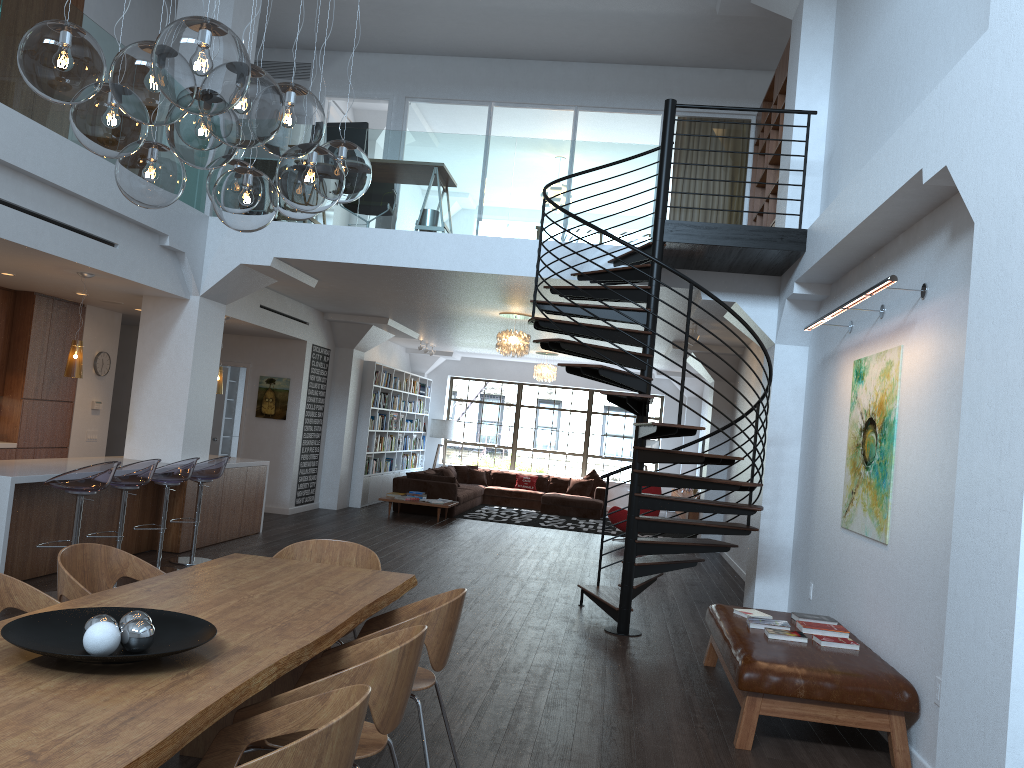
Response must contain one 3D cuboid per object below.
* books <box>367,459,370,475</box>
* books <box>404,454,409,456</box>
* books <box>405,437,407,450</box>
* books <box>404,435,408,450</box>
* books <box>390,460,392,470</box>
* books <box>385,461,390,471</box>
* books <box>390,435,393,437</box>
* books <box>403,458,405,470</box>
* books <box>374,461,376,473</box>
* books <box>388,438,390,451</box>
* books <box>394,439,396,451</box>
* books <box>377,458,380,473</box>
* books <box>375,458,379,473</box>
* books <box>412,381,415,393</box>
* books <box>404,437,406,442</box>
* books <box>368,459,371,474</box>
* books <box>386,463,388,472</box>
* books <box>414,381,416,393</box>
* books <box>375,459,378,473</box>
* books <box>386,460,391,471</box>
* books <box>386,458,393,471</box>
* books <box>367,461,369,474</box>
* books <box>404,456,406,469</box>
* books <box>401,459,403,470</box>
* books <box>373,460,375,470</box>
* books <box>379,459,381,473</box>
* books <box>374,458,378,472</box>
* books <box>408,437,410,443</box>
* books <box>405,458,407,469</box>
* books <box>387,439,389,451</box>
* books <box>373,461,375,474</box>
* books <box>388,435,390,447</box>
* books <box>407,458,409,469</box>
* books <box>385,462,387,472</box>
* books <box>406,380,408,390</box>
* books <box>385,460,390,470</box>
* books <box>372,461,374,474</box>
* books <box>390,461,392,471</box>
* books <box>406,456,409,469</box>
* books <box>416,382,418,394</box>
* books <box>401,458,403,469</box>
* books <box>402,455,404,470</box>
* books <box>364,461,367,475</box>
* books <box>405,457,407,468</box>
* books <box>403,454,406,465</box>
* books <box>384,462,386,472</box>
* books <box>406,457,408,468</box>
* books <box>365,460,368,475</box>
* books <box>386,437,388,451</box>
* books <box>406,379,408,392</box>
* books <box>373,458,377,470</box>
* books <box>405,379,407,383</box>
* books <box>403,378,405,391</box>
[{"bbox_3d":[-2.493,1.382,14.867,0.183,0.253,0.042,5,-3,7],"label":"books"},{"bbox_3d":[-2.156,1.537,17.629,0.176,0.290,0.036,5,-3,7],"label":"books"},{"bbox_3d":[-2.150,1.161,17.313,0.182,0.253,0.098,5,-3,7],"label":"books"},{"bbox_3d":[-2.152,1.147,17.419,0.197,0.290,0.136,5,-3,7],"label":"books"},{"bbox_3d":[-2.304,1.502,16.349,0.146,0.202,0.027,5,-3,7],"label":"books"},{"bbox_3d":[-2.316,1.508,16.261,0.128,0.178,0.021,5,-3,7],"label":"books"},{"bbox_3d":[-2.282,1.076,16.288,0.176,0.290,0.036,5,-3,7],"label":"books"},{"bbox_3d":[-2.185,1.552,17.317,0.161,0.223,0.026,5,-3,7],"label":"books"},{"bbox_3d":[-2.437,1.432,15.265,0.161,0.223,0.030,5,-3,7],"label":"books"},{"bbox_3d":[-2.308,1.080,16.059,0.183,0.253,0.034,5,-3,7],"label":"books"},{"bbox_3d":[-2.253,1.123,16.504,0.161,0.223,0.026,5,-3,7],"label":"books"},{"bbox_3d":[-2.408,1.425,15.540,0.183,0.253,0.042,5,-3,7],"label":"books"},{"bbox_3d":[-2.424,1.416,15.456,0.180,0.259,0.042,5,-3,7],"label":"books"},{"bbox_3d":[-2.028,0.059,17.566,0.171,0.246,0.057,5,-3,7],"label":"books"},{"bbox_3d":[-2.166,1.155,17.268,0.182,0.255,0.077,5,-3,7],"label":"books"},{"bbox_3d":[-2.482,1.388,14.948,0.180,0.251,0.048,5,-3,7],"label":"books"},{"bbox_3d":[-2.329,1.506,16.133,0.120,0.167,0.020,5,-3,7],"label":"books"},{"bbox_3d":[-2.020,0.060,17.648,0.183,0.253,0.034,5,-3,7],"label":"books"},{"bbox_3d":[-2.429,1.418,15.376,0.171,0.246,0.039,5,-3,7],"label":"books"},{"bbox_3d":[-2.315,1.499,16.323,0.146,0.202,0.027,5,-3,7],"label":"books"},{"bbox_3d":[-2.291,1.496,16.517,0.140,0.231,0.042,5,-3,7],"label":"books"},{"bbox_3d":[-2.484,1.396,14.828,0.161,0.223,0.032,5,-3,7],"label":"books"},{"bbox_3d":[-2.182,1.541,17.401,0.183,0.253,0.034,5,-3,7],"label":"books"},{"bbox_3d":[-2.216,1.539,17.197,0.168,0.231,0.037,5,-3,7],"label":"books"},{"bbox_3d":[-2.456,1.413,15.193,0.176,0.231,0.053,5,-3,7],"label":"books"},{"bbox_3d":[-2.399,1.439,15.629,0.174,0.236,0.142,5,-3,7],"label":"books"},{"bbox_3d":[-2.427,1.418,15.416,0.160,0.251,0.039,5,-3,7],"label":"books"},{"bbox_3d":[-2.123,1.179,17.619,0.170,0.251,0.118,5,-3,7],"label":"books"},{"bbox_3d":[-2.172,1.550,17.478,0.171,0.246,0.057,5,-3,7],"label":"books"},{"bbox_3d":[-2.311,1.091,15.976,0.161,0.223,0.026,5,-3,7],"label":"books"},{"bbox_3d":[-2.445,1.421,15.235,0.161,0.223,0.033,5,-3,7],"label":"books"},{"bbox_3d":[-2.312,1.059,16.017,0.176,0.290,0.053,5,-3,7],"label":"books"},{"bbox_3d":[-2.151,1.555,17.676,0.180,0.259,0.060,5,-3,7],"label":"books"},{"bbox_3d":[-2.339,1.500,16.079,0.109,0.171,0.018,5,-3,7],"label":"books"},{"bbox_3d":[-2.093,0.036,16.994,0.161,0.223,0.032,5,-3,7],"label":"books"},{"bbox_3d":[-2.315,1.503,16.290,0.139,0.191,0.036,5,-3,7],"label":"books"},{"bbox_3d":[-2.451,1.416,15.148,0.161,0.223,0.032,5,-3,7],"label":"books"},{"bbox_3d":[-2.298,1.506,16.431,0.146,0.202,0.027,5,-3,7],"label":"books"},{"bbox_3d":[-2.153,1.554,17.593,0.183,0.253,0.034,5,-3,7],"label":"books"},{"bbox_3d":[-1.996,0.071,17.816,0.183,0.253,0.034,5,-3,7],"label":"books"},{"bbox_3d":[-2.208,1.542,17.164,0.161,0.223,0.026,5,-3,7],"label":"books"},{"bbox_3d":[-2.207,1.515,17.250,0.198,0.284,0.066,5,-3,7],"label":"books"},{"bbox_3d":[-2.504,1.388,14.710,0.161,0.223,0.032,5,-3,7],"label":"books"},{"bbox_3d":[-2.174,1.544,17.433,0.183,0.253,0.034,5,-3,7],"label":"books"},{"bbox_3d":[-2.186,1.520,17.359,0.176,0.290,0.053,5,-3,7],"label":"books"},{"bbox_3d":[-2.351,1.491,15.987,0.128,0.178,0.022,5,-3,7],"label":"books"},{"bbox_3d":[-2.169,1.557,17.555,0.174,0.240,0.045,5,-3,7],"label":"books"},{"bbox_3d":[-2.497,1.383,14.754,0.174,0.240,0.054,5,-3,7],"label":"books"},{"bbox_3d":[-2.333,1.054,15.909,0.198,0.284,0.066,5,-3,7],"label":"books"},{"bbox_3d":[-2.093,0.024,17.031,0.160,0.251,0.039,5,-3,7],"label":"books"},{"bbox_3d":[-2.441,1.408,15.304,0.183,0.253,0.042,5,-3,7],"label":"books"},{"bbox_3d":[-2.105,0.019,16.965,0.160,0.251,0.031,5,-3,7],"label":"books"},{"bbox_3d":[-2.127,0.004,16.744,0.183,0.253,0.042,5,-3,7],"label":"books"}]
